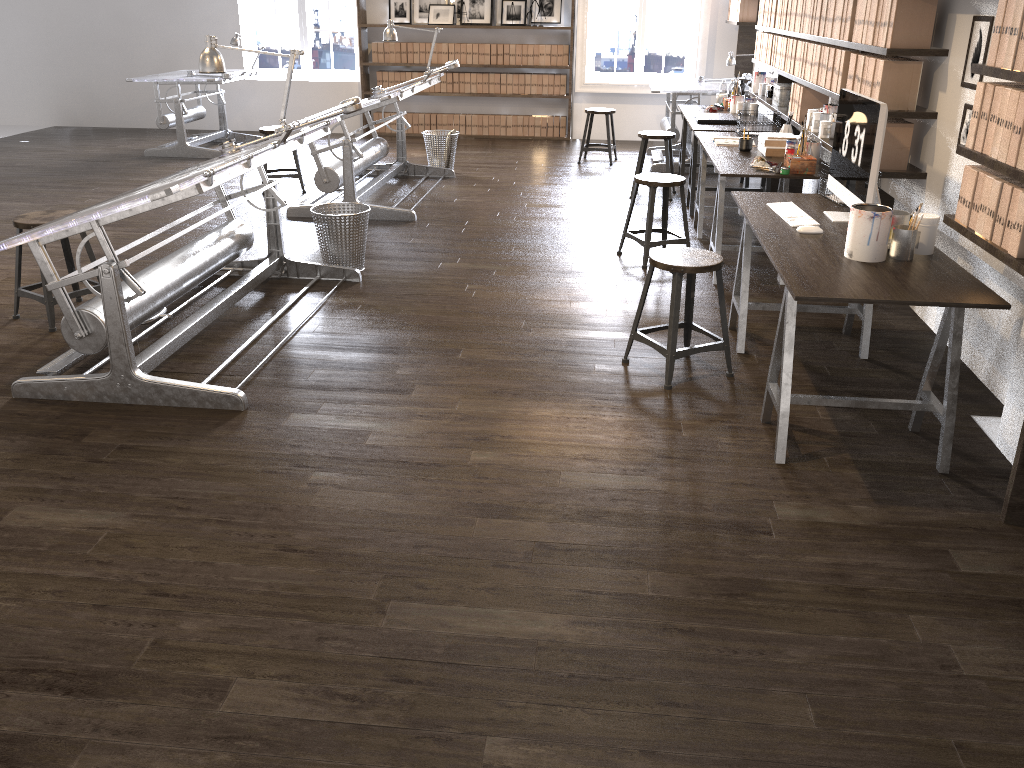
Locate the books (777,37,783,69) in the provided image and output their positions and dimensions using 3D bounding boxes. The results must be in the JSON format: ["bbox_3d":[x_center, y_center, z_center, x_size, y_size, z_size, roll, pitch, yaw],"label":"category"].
[{"bbox_3d":[2.069,-2.448,6.552,0.174,0.222,0.068,3,22,6],"label":"books"}]

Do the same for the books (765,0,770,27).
[{"bbox_3d":[2.155,-3.006,7.171,0.174,0.222,0.068,3,22,6],"label":"books"}]

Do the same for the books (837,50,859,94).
[{"bbox_3d":[1.866,-1.683,4.787,0.174,0.221,0.068,3,22,6],"label":"books"}]

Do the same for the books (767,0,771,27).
[{"bbox_3d":[2.152,-2.977,7.105,0.174,0.222,0.068,3,22,6],"label":"books"}]

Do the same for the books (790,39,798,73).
[{"bbox_3d":[2.022,-2.254,6.103,0.174,0.222,0.068,3,22,6],"label":"books"}]

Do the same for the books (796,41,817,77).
[{"bbox_3d":[1.985,-2.142,5.846,0.174,0.222,0.068,3,22,6],"label":"books"}]

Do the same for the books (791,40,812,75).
[{"bbox_3d":[2.008,-2.224,6.034,0.174,0.222,0.068,3,22,6],"label":"books"}]

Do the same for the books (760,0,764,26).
[{"bbox_3d":[2.187,-3.117,7.427,0.174,0.221,0.068,3,22,6],"label":"books"}]

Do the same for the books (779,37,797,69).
[{"bbox_3d":[2.063,-2.419,6.484,0.174,0.221,0.068,3,22,6],"label":"books"}]

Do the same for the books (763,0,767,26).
[{"bbox_3d":[2.174,-3.063,7.303,0.174,0.222,0.068,3,22,6],"label":"books"}]

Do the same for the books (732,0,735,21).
[{"bbox_3d":[2.394,-3.899,9.233,0.174,0.222,0.068,3,22,6],"label":"books"}]

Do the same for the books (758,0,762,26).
[{"bbox_3d":[2.198,-3.171,7.553,0.174,0.222,0.068,3,22,6],"label":"books"}]

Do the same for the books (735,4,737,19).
[{"bbox_3d":[2.370,-3.803,9.011,0.174,0.221,0.068,3,22,6],"label":"books"}]

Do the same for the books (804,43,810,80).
[{"bbox_3d":[1.970,-2.055,5.646,0.174,0.222,0.068,3,22,6],"label":"books"}]

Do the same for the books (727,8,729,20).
[{"bbox_3d":[2.443,-4.069,9.626,0.174,0.222,0.068,3,22,6],"label":"books"}]

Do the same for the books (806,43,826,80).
[{"bbox_3d":[1.960,-2.027,5.581,0.174,0.222,0.068,3,22,6],"label":"books"}]

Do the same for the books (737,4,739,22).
[{"bbox_3d":[2.358,-3.748,8.884,0.174,0.222,0.068,3,22,6],"label":"books"}]

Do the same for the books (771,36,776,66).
[{"bbox_3d":[2.098,-2.562,6.814,0.174,0.222,0.068,3,22,6],"label":"books"}]

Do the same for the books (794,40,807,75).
[{"bbox_3d":[2.006,-2.193,5.965,0.174,0.221,0.068,3,22,6],"label":"books"}]

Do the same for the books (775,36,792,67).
[{"bbox_3d":[2.089,-2.504,6.681,0.174,0.222,0.068,3,22,6],"label":"books"}]

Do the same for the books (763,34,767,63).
[{"bbox_3d":[2.141,-2.726,7.193,0.174,0.222,0.068,3,22,6],"label":"books"}]

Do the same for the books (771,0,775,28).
[{"bbox_3d":[2.125,-2.887,6.896,0.174,0.221,0.068,3,22,6],"label":"books"}]

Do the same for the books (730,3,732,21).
[{"bbox_3d":[2.407,-3.957,9.368,0.174,0.222,0.068,3,22,6],"label":"books"}]

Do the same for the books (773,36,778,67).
[{"bbox_3d":[2.093,-2.532,6.747,0.174,0.222,0.068,3,22,6],"label":"books"}]

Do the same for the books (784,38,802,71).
[{"bbox_3d":[2.044,-2.339,6.301,0.174,0.222,0.068,3,22,6],"label":"books"}]

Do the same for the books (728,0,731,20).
[{"bbox_3d":[2.430,-4.039,9.556,0.174,0.222,0.068,3,22,6],"label":"books"}]

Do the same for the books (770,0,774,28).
[{"bbox_3d":[2.136,-2.917,6.966,0.174,0.221,0.068,3,22,6],"label":"books"}]

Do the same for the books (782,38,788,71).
[{"bbox_3d":[2.046,-2.367,6.364,0.174,0.222,0.068,3,22,6],"label":"books"}]

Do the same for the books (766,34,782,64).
[{"bbox_3d":[2.131,-2.671,7.067,0.174,0.221,0.068,3,22,6],"label":"books"}]

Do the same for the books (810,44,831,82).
[{"bbox_3d":[1.943,-1.970,5.449,0.174,0.221,0.068,3,22,6],"label":"books"}]

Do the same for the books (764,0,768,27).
[{"bbox_3d":[2.166,-3.034,7.237,0.174,0.222,0.068,3,22,6],"label":"books"}]

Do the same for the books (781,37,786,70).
[{"bbox_3d":[2.058,-2.393,6.426,0.174,0.221,0.068,3,22,6],"label":"books"}]

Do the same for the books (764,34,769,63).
[{"bbox_3d":[2.134,-2.697,7.126,0.174,0.222,0.068,3,22,6],"label":"books"}]

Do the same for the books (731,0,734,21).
[{"bbox_3d":[2.399,-3.928,9.301,0.174,0.222,0.068,3,22,6],"label":"books"}]

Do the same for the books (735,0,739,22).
[{"bbox_3d":[2.358,-3.776,8.949,0.174,0.222,0.068,3,22,6],"label":"books"}]

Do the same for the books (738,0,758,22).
[{"bbox_3d":[2.348,-3.720,8.819,0.174,0.222,0.068,3,22,6],"label":"books"}]

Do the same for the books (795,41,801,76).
[{"bbox_3d":[1.997,-2.167,5.904,0.174,0.221,0.068,3,22,6],"label":"books"}]

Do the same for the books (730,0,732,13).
[{"bbox_3d":[2.418,-3.983,9.426,0.174,0.221,0.068,3,22,6],"label":"books"}]

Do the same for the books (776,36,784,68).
[{"bbox_3d":[2.080,-2.476,6.617,0.174,0.222,0.068,3,22,6],"label":"books"}]

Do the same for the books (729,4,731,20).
[{"bbox_3d":[2.427,-4.009,9.487,0.174,0.221,0.068,3,22,6],"label":"books"}]

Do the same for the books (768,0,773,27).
[{"bbox_3d":[2.138,-2.947,7.036,0.174,0.222,0.068,3,22,6],"label":"books"}]

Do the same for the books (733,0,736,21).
[{"bbox_3d":[2.381,-3.857,9.137,0.174,0.222,0.068,3,22,6],"label":"books"}]

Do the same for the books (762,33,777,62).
[{"bbox_3d":[2.153,-2.755,7.260,0.174,0.222,0.068,3,22,6],"label":"books"}]

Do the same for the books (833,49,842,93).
[{"bbox_3d":[1.873,-1.715,4.859,0.174,0.222,0.068,3,22,6],"label":"books"}]

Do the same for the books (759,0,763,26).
[{"bbox_3d":[2.192,-3.142,7.486,0.174,0.221,0.068,3,22,6],"label":"books"}]

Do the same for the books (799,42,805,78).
[{"bbox_3d":[1.978,-2.113,5.778,0.174,0.222,0.068,3,22,6],"label":"books"}]

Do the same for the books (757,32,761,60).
[{"bbox_3d":[2.183,-2.868,7.523,0.174,0.221,0.068,3,22,6],"label":"books"}]

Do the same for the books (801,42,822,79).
[{"bbox_3d":[1.973,-2.084,5.711,0.174,0.222,0.068,3,22,6],"label":"books"}]

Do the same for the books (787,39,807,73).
[{"bbox_3d":[2.025,-2.282,6.170,0.174,0.222,0.068,3,22,6],"label":"books"}]

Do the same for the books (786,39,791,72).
[{"bbox_3d":[2.037,-2.311,6.235,0.174,0.222,0.068,3,22,6],"label":"books"}]

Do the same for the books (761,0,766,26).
[{"bbox_3d":[2.175,-3.090,7.366,0.174,0.222,0.068,3,22,6],"label":"books"}]

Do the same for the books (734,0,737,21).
[{"bbox_3d":[2.375,-3.828,9.069,0.174,0.221,0.068,3,22,6],"label":"books"}]
